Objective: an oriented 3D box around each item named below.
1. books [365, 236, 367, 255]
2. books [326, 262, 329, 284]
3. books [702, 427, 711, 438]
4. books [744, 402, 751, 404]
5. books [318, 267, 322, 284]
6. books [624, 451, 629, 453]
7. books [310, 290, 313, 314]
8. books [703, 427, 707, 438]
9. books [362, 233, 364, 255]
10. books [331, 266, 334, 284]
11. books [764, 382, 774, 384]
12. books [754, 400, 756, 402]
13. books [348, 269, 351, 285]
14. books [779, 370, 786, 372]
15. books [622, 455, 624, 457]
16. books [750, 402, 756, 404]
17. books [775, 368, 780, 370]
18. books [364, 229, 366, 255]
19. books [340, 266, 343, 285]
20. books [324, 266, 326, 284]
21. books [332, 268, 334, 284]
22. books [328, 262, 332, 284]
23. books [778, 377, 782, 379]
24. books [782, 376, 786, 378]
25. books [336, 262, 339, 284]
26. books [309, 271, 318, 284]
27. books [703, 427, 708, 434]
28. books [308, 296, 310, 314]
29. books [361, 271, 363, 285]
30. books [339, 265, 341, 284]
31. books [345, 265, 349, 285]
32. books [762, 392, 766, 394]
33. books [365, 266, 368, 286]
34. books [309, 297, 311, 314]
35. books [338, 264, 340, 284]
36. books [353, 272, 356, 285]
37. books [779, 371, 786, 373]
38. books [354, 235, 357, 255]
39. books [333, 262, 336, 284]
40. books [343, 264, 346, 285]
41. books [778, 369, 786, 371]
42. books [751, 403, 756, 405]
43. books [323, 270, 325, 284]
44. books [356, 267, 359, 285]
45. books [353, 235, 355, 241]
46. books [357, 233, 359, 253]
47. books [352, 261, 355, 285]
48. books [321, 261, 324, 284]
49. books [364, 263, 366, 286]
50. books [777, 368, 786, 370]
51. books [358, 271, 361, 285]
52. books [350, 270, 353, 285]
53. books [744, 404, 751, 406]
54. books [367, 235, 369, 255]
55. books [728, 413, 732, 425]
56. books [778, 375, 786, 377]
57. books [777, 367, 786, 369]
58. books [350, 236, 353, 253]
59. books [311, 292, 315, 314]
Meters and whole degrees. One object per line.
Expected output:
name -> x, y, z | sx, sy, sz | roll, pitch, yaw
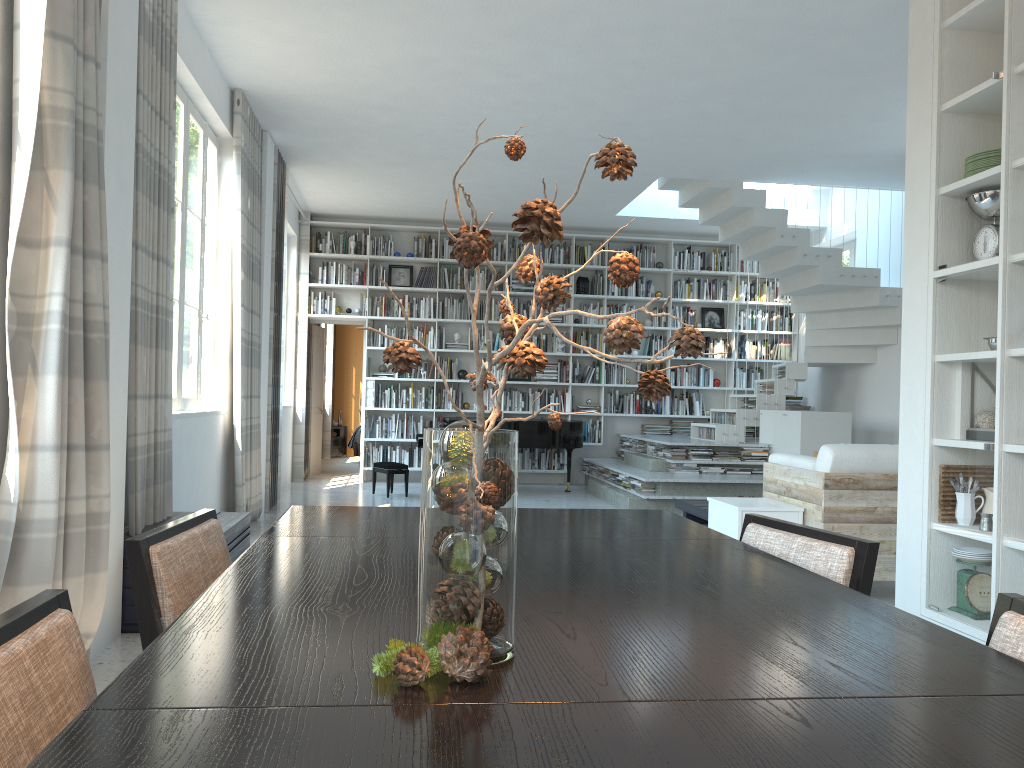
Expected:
books -> -1.790, -1.680, 10.897 | 0.025, 0.259, 0.138 | 2, 0, -7
books -> -2.247, -1.337, 10.823 | 0.023, 0.282, 0.186 | 2, -1, -7
books -> 2.290, 0.571, 10.378 | 0.125, 0.125, 0.008 | 2, 0, -7
books -> 2.846, 0.221, 10.461 | 0.140, 0.022, 0.181 | 2, -1, -14
books -> -2.336, -1.307, 10.828 | 0.034, 0.218, 0.166 | 2, -1, -7
books -> 1.484, 0.844, 10.959 | 0.149, 0.014, 0.228 | 2, -1, -9
books -> -2.447, -0.986, 10.829 | 0.013, 0.303, 0.135 | 2, 0, -7
books -> 2.295, 0.570, 10.340 | 0.125, 0.125, 0.008 | 2, 0, -7
books -> -1.827, -1.694, 10.891 | 0.022, 0.286, 0.175 | 2, -1, -7
books -> -2.200, -1.314, 10.851 | 0.024, 0.239, 0.155 | 2, -1, -7
books -> 2.956, -0.007, 9.939 | 0.234, 0.025, 0.157 | 1, -1, 30
books -> 2.881, 0.198, 10.240 | 0.133, 0.017, 0.178 | 2, -1, -3
books -> -1.995, -1.295, 10.877 | 0.028, 0.212, 0.138 | 2, -1, -7
books -> 3.179, -0.147, 10.170 | 0.144, 0.011, 0.257 | 2, -1, 0
books -> 1.467, 0.894, 10.957 | 0.180, 0.017, 0.182 | 2, -1, -10
books -> 2.855, 0.220, 10.237 | 0.189, 0.012, 0.155 | 2, -1, -4
books -> 3.219, -0.170, 10.464 | 0.190, 0.015, 0.230 | 1, -1, 7
books -> -1.808, -1.720, 10.889 | 0.014, 0.337, 0.168 | 2, 0, -7
books -> -2.083, -1.313, 10.850 | 0.021, 0.244, 0.173 | 2, -1, -7
books -> -2.271, -1.311, 10.825 | 0.022, 0.228, 0.171 | 2, -1, -7
books -> -2.182, -1.298, 10.843 | 0.010, 0.208, 0.165 | 2, -1, -7
books -> -2.225, -1.339, 10.848 | 0.028, 0.288, 0.132 | 2, 0, -7
books -> 3.233, -0.070, 10.461 | 0.149, 0.014, 0.228 | 1, -1, 5
books -> 3.184, -0.076, 10.170 | 0.130, 0.014, 0.249 | 1, -1, 6
books -> -2.137, -1.339, 10.852 | 0.037, 0.292, 0.155 | 2, 0, -7
books -> -2.415, -1.289, 10.829 | 0.121, 0.176, 0.129 | 2, -1, -7
books -> 2.294, 0.570, 10.348 | 0.125, 0.125, 0.007 | 2, 0, -7
books -> -2.471, -0.949, 10.802 | 0.013, 0.228, 0.179 | 2, -1, -7
books -> -1.838, -1.278, 10.888 | 0.026, 0.188, 0.154 | 2, -1, -7
books -> -2.099, -1.316, 10.848 | 0.012, 0.249, 0.192 | 2, -1, -7
books -> -2.021, -1.315, 10.855 | 0.030, 0.251, 0.165 | 2, -1, -7
books -> 2.992, 0.107, 10.217 | 0.184, 0.016, 0.128 | 1, -1, 0
books -> -1.781, -1.317, 10.913 | 0.037, 0.268, 0.113 | 2, 0, -7
books -> -2.458, -0.946, 10.805 | 0.013, 0.222, 0.162 | 2, -1, -7
books -> -2.111, -1.326, 10.847 | 0.013, 0.268, 0.162 | 2, -1, -7
books -> -1.925, -1.278, 10.885 | 0.031, 0.182, 0.151 | 2, -1, -7
books -> 3.165, -0.138, 10.171 | 0.176, 0.007, 0.254 | 1, -1, 1
books -> -1.915, -1.683, 10.876 | 0.027, 0.259, 0.147 | 2, 0, -7
books -> -2.163, -1.337, 10.829 | 0.021, 0.286, 0.179 | 2, -1, -7
books -> -2.048, -1.321, 10.853 | 0.025, 0.261, 0.167 | 2, -1, -7
books -> 3.169, -0.157, 10.171 | 0.174, 0.009, 0.240 | 1, -1, 2
books -> 2.869, 0.234, 10.238 | 0.149, 0.013, 0.220 | 2, -1, -2
books -> -2.298, -1.293, 10.847 | 0.024, 0.192, 0.138 | 2, -1, -7
books -> -1.892, -1.300, 10.867 | 0.029, 0.229, 0.191 | 2, -1, -7
books -> -1.939, -1.681, 10.876 | 0.021, 0.253, 0.179 | 2, -1, -7
books -> -1.896, -1.699, 10.891 | 0.013, 0.292, 0.154 | 2, 0, -7
books -> -1.943, -1.339, 10.867 | 0.012, 0.303, 0.189 | 2, -1, -7
books -> -2.312, -1.346, 10.834 | 0.011, 0.296, 0.162 | 2, 0, -7
books -> -1.804, -1.330, 10.894 | 0.014, 0.294, 0.173 | 2, 0, -7
books -> 3.160, -0.168, 10.172 | 0.191, 0.013, 0.243 | 1, -1, 4
books -> -1.867, -1.283, 10.899 | 0.029, 0.196, 0.146 | 2, -1, -7
books -> -1.968, -1.286, 10.889 | 0.029, 0.197, 0.144 | 2, -1, -7
books -> 2.845, 0.250, 10.460 | 0.145, 0.015, 0.166 | 2, -1, -12
books -> -1.761, -1.676, 10.863 | 0.024, 0.252, 0.235 | 2, -1, -7
books -> 2.495, 0.395, 9.963 | 0.125, 0.125, 0.008 | 2, 0, -7
books -> 3.155, -0.091, 10.171 | 0.182, 0.013, 0.287 | 1, -1, 7
books -> 3.230, -0.184, 10.462 | 0.165, 0.014, 0.236 | 1, -1, 10
books -> -1.961, -1.677, 10.864 | 0.025, 0.243, 0.167 | 2, -1, -7
books -> -2.427, -0.975, 10.809 | 0.023, 0.281, 0.170 | 2, -1, -7
